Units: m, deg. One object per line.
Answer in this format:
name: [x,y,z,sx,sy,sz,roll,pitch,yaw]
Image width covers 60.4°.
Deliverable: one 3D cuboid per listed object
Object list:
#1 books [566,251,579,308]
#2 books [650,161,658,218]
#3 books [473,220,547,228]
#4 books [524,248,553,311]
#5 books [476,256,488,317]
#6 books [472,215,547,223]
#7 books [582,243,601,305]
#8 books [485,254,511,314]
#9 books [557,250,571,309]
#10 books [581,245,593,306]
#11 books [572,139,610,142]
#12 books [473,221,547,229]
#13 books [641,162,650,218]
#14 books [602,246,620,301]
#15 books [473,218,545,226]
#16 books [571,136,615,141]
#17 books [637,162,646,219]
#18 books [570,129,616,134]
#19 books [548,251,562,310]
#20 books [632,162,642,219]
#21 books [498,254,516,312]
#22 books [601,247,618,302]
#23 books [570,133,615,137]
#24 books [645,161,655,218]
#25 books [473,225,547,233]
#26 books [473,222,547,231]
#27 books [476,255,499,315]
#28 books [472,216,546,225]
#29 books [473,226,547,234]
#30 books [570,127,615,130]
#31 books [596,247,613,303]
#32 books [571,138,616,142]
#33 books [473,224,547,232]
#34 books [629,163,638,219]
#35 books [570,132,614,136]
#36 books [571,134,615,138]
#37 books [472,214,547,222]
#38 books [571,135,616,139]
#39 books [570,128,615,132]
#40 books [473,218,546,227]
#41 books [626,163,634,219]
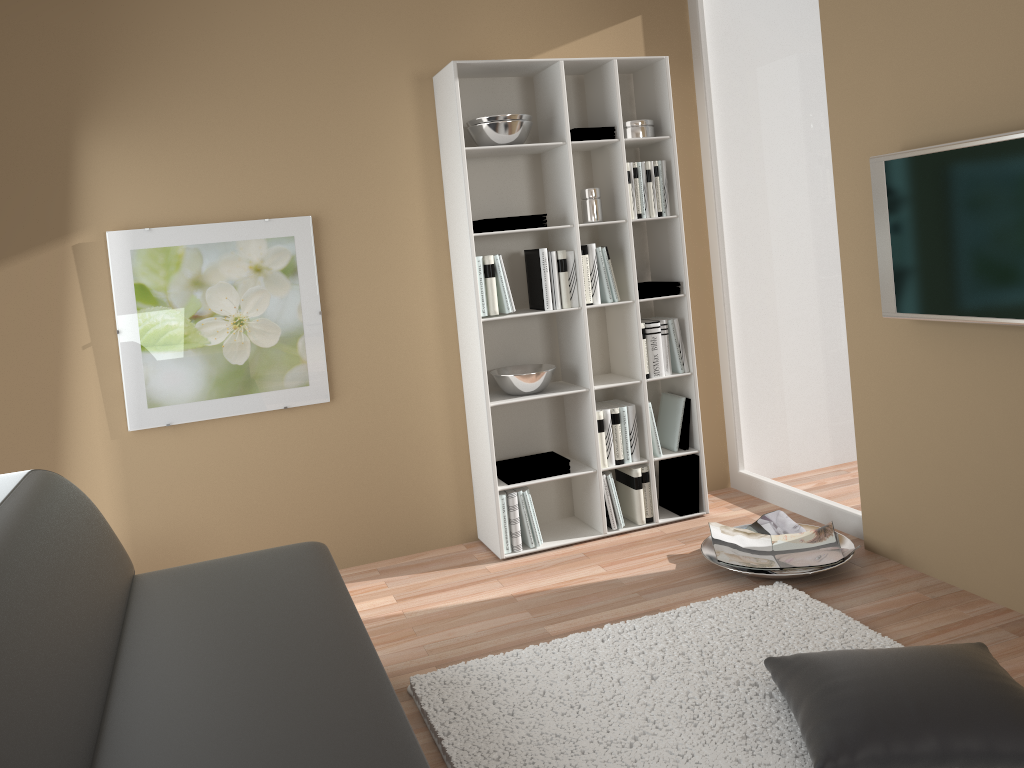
books: [0.239,-0.479,4.022,0.040,0.250,0.208,-6,5,-19]
books: [0.622,-0.909,4.151,0.020,0.257,0.208,-6,5,-19]
books: [-0.019,-0.715,3.944,0.298,0.006,0.211,-9,9,-19]
books: [0.121,-0.473,3.979,0.040,0.274,0.208,-6,4,-18]
books: [-0.164,-0.431,3.876,0.040,0.257,0.208,-6,5,-18]
books: [-0.019,-0.737,3.942,0.298,0.007,0.211,-9,9,-19]
books: [0.342,-0.508,4.069,0.040,0.274,0.208,-6,4,-18]
books: [-0.072,-0.444,3.905,0.060,0.258,0.208,-6,5,-18]
books: [0.202,-0.476,4.002,0.040,0.257,0.208,-6,5,-18]
books: [0.298,-0.499,4.053,0.053,0.271,0.208,-6,4,-18]
books: [0.313,-1.110,4.088,0.211,0.007,0.299,-9,10,-24]
books: [-0.019,-0.710,3.944,0.298,0.006,0.211,-9,9,-19]
books: [0.582,-0.903,4.136,0.020,0.257,0.208,-6,5,-19]
books: [0.426,-0.513,4.108,0.058,0.256,0.208,-6,5,-18]
books: [-0.022,-0.727,3.946,0.298,0.008,0.211,-9,9,-19]
books: [0.313,-1.121,4.087,0.211,0.006,0.299,-9,10,-24]
books: [0.562,-0.900,4.129,0.020,0.257,0.208,-6,5,-18]
books: [0.313,-1.154,4.087,0.211,0.008,0.299,-9,10,-24]
books: [0.161,-0.471,3.993,0.040,0.257,0.208,-6,5,-18]
books: [0.543,-0.897,4.121,0.020,0.257,0.208,-6,5,-19]
books: [-0.054,-0.449,3.923,0.058,0.256,0.208,-6,5,-18]
books: [0.415,-0.507,4.087,0.058,0.256,0.208,-6,5,-18]
books: [0.312,-1.137,4.085,0.211,0.006,0.299,-9,10,-24]
books: [0.604,-0.905,4.138,0.020,0.257,0.208,-6,5,-18]
books: [-0.019,-0.693,3.944,0.298,0.006,0.211,-9,9,-19]
books: [-0.022,-0.704,3.943,0.299,0.006,0.211,-9,9,-21]
books: [-0.118,-0.437,3.886,0.040,0.257,0.208,-6,5,-18]
books: [-0.023,-0.732,3.946,0.298,0.008,0.211,-9,9,-19]
books: [-0.018,-0.687,3.943,0.298,0.007,0.211,-9,9,-19]
books: [0.311,-1.164,4.082,0.211,0.006,0.299,-9,10,-24]
books: [0.389,-0.506,4.082,0.060,0.258,0.208,-6,5,-19]
books: [0.314,-1.115,4.087,0.211,0.006,0.299,-9,10,-24]
books: [-0.019,-0.698,3.944,0.298,0.006,0.211,-9,9,-19]
books: [0.522,-0.894,4.116,0.020,0.257,0.208,-6,5,-19]
books: [0.310,-1.143,4.086,0.211,0.006,0.299,-9,10,-22]
books: [0.313,-1.132,4.086,0.211,0.006,0.299,-9,10,-24]
books: [-0.019,-0.742,3.944,0.298,0.006,0.211,-9,9,-19]
books: [0.312,-1.127,4.089,0.211,0.006,0.298,-10,10,-25]
books: [0.310,-1.159,4.082,0.211,0.007,0.299,-9,10,-24]
books: [-0.021,-0.721,3.941,0.298,0.006,0.211,-8,9,-18]
books: [0.504,-0.890,4.103,0.020,0.257,0.208,-6,5,-18]
